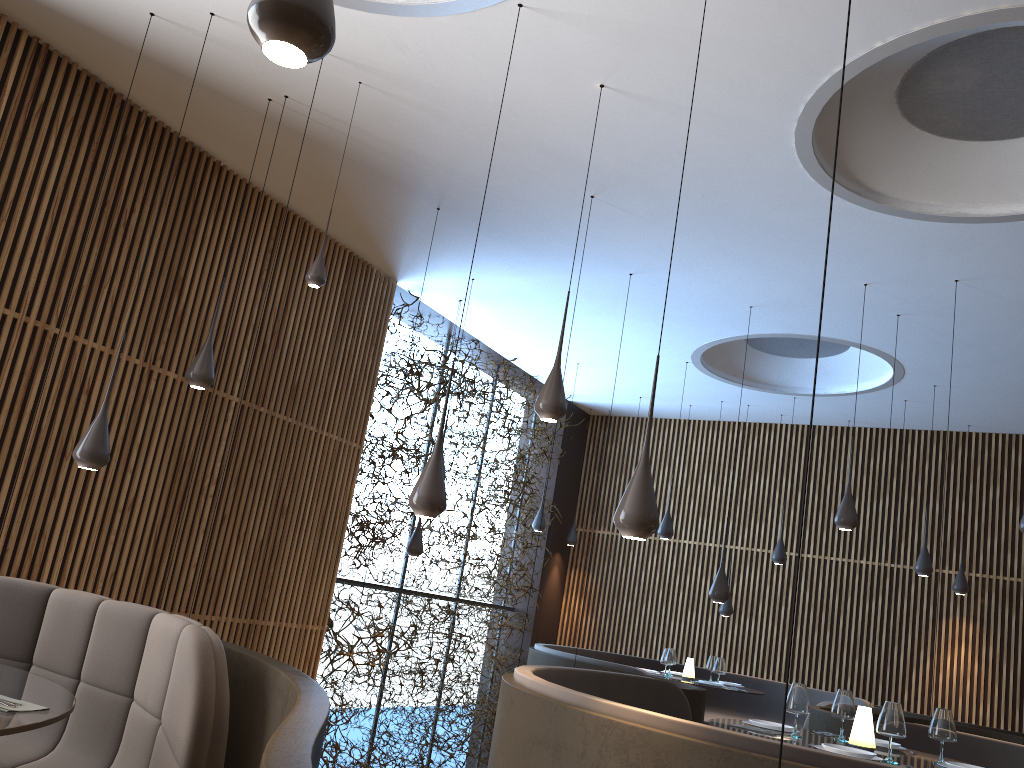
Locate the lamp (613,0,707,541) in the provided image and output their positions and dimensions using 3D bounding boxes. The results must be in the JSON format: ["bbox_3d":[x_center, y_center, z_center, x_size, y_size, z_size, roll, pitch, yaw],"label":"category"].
[{"bbox_3d":[0.756,-0.764,4.064,0.196,2.944,0.197,11,-13,-5],"label":"lamp"}]

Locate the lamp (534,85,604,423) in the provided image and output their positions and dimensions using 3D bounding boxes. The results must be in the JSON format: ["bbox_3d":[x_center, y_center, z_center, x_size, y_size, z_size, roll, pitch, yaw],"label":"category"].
[{"bbox_3d":[0.396,-0.850,5.453,0.196,2.211,0.197,4,-14,25],"label":"lamp"}]

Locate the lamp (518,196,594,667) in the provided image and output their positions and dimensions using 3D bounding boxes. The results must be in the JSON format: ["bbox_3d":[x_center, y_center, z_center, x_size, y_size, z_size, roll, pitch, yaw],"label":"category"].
[{"bbox_3d":[0.142,1.480,6.523,0.196,6.241,0.196,13,-13,-14],"label":"lamp"}]

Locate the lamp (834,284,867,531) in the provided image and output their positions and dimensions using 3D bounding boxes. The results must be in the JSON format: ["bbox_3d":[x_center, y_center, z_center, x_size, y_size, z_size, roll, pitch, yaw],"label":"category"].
[{"bbox_3d":[3.003,0.171,7.741,0.196,2.211,0.196,15,-14,-24],"label":"lamp"}]

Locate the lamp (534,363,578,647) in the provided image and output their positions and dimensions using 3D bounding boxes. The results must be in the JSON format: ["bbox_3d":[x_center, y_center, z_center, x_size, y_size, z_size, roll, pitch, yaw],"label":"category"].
[{"bbox_3d":[0.382,2.728,11.287,0.196,6.241,0.196,18,-15,-34],"label":"lamp"}]

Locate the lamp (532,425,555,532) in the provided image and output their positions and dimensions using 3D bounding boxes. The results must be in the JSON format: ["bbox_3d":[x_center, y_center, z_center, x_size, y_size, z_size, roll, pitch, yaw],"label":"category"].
[{"bbox_3d":[0.546,1.006,12.691,0.196,2.211,0.196,18,-15,-34],"label":"lamp"}]

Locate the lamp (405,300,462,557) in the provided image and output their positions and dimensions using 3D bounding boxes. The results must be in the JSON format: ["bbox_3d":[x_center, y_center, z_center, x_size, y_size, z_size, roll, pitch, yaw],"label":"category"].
[{"bbox_3d":[-0.827,0.449,9.905,0.196,2.944,0.196,15,-14,-24],"label":"lamp"}]

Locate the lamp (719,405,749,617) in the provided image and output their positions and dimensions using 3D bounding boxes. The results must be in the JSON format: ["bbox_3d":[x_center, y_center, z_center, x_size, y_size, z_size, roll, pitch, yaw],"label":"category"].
[{"bbox_3d":[3.117,1.715,12.269,0.196,2.944,0.197,6,-13,15],"label":"lamp"}]

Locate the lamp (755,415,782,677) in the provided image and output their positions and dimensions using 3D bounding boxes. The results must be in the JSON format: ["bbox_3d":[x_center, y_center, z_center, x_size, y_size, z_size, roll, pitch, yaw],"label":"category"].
[{"bbox_3d":[3.386,3.449,12.126,0.196,6.241,0.197,-3,-18,44],"label":"lamp"}]

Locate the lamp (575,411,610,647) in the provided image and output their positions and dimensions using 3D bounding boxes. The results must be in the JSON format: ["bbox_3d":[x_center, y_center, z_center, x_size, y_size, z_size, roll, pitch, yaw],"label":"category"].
[{"bbox_3d":[1.060,3.435,13.620,0.196,6.241,0.196,18,-15,-34],"label":"lamp"}]

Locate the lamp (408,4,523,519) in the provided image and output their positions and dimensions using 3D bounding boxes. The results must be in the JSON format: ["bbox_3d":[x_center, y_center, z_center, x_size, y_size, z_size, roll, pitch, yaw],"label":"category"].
[{"bbox_3d":[-0.194,-0.751,4.750,0.196,2.944,0.196,13,-13,-14],"label":"lamp"}]

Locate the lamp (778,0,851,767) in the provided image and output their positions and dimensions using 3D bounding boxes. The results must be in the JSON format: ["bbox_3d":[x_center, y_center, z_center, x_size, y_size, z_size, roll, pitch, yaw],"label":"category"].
[{"bbox_3d":[0.691,0.463,2.147,0.196,6.241,0.197,1,-15,34],"label":"lamp"}]

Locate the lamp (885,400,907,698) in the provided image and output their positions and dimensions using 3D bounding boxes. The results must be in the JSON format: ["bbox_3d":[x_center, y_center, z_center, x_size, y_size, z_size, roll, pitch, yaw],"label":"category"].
[{"bbox_3d":[4.446,3.211,10.479,0.196,6.241,0.197,-3,-18,44],"label":"lamp"}]

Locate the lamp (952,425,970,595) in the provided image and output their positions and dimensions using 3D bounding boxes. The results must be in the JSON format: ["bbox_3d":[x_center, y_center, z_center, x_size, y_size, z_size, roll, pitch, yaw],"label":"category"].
[{"bbox_3d":[5.889,1.617,11.533,0.196,2.211,0.197,6,-13,15],"label":"lamp"}]

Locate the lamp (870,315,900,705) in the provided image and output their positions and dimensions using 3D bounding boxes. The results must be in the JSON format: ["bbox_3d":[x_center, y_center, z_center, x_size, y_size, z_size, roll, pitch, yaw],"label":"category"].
[{"bbox_3d":[3.212,2.338,7.860,0.196,6.241,0.196,15,-14,-24],"label":"lamp"}]

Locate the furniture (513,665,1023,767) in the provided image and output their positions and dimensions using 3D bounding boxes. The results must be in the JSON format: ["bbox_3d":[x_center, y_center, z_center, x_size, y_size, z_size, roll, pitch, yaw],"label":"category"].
[{"bbox_3d":[1.834,2.448,4.806,3.879,1.112,3.813,8,-14,5],"label":"furniture"}]

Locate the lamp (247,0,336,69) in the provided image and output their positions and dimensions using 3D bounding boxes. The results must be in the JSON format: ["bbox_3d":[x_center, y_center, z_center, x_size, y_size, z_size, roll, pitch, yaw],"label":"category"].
[{"bbox_3d":[-0.323,-1.794,2.210,0.196,2.211,0.196,15,-14,-24],"label":"lamp"}]

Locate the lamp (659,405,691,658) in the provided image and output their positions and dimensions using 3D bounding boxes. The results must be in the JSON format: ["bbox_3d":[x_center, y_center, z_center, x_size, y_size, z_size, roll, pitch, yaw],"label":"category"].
[{"bbox_3d":[2.135,3.323,12.461,0.196,6.241,0.197,6,-13,15],"label":"lamp"}]

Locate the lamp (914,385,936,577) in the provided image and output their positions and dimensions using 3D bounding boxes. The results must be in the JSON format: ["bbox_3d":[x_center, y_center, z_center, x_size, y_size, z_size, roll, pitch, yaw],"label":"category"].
[{"bbox_3d":[4.788,1.085,10.173,0.196,2.211,0.197,6,-13,15],"label":"lamp"}]

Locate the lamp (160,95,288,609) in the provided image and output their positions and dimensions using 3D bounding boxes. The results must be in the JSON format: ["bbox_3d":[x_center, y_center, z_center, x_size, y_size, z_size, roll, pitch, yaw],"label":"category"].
[{"bbox_3d":[-2.159,0.904,5.786,0.196,6.241,0.197,0,-16,37],"label":"lamp"}]

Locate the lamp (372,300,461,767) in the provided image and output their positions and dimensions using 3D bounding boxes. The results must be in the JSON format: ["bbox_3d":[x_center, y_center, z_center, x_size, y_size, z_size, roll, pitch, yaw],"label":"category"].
[{"bbox_3d":[-1.115,2.040,9.569,0.196,6.241,0.196,18,-15,-34],"label":"lamp"}]

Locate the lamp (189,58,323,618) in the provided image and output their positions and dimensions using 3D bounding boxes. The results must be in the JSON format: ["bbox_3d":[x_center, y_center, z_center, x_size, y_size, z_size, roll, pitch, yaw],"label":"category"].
[{"bbox_3d":[-1.750,0.815,5.162,0.196,6.241,0.196,17,-15,-31],"label":"lamp"}]

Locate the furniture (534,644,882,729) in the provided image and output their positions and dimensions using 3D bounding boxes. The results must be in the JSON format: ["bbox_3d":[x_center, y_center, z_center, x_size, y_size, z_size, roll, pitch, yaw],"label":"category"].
[{"bbox_3d":[2.081,3.696,9.661,3.881,1.041,3.815,8,-14,7],"label":"furniture"}]

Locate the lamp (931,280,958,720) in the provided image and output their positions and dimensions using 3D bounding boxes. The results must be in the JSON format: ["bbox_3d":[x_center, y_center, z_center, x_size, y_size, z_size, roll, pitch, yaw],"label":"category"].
[{"bbox_3d":[3.303,2.116,6.922,0.196,6.241,0.196,15,-14,-24],"label":"lamp"}]

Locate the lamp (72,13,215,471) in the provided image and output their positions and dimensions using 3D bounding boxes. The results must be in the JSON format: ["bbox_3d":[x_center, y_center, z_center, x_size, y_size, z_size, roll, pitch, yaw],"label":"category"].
[{"bbox_3d":[-2.148,-0.938,5.317,0.196,2.944,0.197,6,-13,15],"label":"lamp"}]

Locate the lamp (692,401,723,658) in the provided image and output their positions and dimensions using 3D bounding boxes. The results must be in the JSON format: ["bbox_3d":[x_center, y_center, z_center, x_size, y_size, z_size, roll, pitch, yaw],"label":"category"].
[{"bbox_3d":[2.483,3.253,11.954,0.196,6.241,0.197,-3,-18,44],"label":"lamp"}]

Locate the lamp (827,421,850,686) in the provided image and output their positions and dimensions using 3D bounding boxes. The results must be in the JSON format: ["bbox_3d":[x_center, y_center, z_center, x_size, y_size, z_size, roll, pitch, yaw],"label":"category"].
[{"bbox_3d":[4.251,3.522,11.835,0.196,6.241,0.196,18,-15,-34],"label":"lamp"}]

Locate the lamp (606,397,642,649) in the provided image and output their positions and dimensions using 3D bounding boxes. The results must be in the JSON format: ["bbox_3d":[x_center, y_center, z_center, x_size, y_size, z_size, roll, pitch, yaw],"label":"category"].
[{"bbox_3d":[1.398,3.199,12.466,0.196,6.241,0.196,18,-15,-34],"label":"lamp"}]

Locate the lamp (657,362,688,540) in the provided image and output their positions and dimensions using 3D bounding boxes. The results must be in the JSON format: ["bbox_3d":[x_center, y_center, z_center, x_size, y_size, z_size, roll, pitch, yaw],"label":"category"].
[{"bbox_3d":[2.013,0.793,10.870,0.196,2.211,0.197,6,-13,15],"label":"lamp"}]

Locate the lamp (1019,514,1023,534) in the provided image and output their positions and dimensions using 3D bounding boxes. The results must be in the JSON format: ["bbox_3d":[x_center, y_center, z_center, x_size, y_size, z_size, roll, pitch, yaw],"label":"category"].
[{"bbox_3d":[3.947,0.046,6.634,0.196,2.211,0.196,15,-14,-24],"label":"lamp"}]

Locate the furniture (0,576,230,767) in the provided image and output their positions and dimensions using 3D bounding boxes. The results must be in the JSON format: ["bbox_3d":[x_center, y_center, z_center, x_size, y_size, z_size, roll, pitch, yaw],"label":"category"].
[{"bbox_3d":[-1.942,1.148,2.849,2.529,1.054,0.937,3,-15,25],"label":"furniture"}]

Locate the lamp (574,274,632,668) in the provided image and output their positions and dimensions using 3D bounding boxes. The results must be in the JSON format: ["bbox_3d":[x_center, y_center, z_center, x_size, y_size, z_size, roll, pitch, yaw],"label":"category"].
[{"bbox_3d":[0.648,1.932,7.967,0.196,6.241,0.196,13,-13,-14],"label":"lamp"}]

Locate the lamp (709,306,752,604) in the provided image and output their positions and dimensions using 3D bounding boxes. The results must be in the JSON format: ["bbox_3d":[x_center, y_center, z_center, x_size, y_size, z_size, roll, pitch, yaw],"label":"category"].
[{"bbox_3d":[2.176,0.636,8.640,0.196,2.944,0.197,4,-14,25],"label":"lamp"}]

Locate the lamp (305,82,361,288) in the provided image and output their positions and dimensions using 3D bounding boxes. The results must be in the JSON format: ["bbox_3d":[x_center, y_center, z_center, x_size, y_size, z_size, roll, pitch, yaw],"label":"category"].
[{"bbox_3d":[-1.173,-1.362,5.965,0.133,1.500,0.134,4,-14,25],"label":"lamp"}]

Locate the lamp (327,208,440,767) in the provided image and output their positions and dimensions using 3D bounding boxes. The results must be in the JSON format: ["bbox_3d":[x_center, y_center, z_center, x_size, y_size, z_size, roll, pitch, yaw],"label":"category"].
[{"bbox_3d":[-1.168,1.438,7.232,0.196,6.241,0.197,9,-13,5],"label":"lamp"}]

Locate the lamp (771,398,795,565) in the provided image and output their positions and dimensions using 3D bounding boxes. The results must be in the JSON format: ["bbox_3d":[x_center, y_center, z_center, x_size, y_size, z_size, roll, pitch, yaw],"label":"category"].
[{"bbox_3d":[3.599,1.248,11.609,0.196,2.211,0.197,6,-13,15],"label":"lamp"}]

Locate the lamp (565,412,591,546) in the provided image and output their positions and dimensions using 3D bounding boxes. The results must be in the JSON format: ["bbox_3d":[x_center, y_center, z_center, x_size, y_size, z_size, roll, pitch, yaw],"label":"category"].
[{"bbox_3d":[1.103,1.470,14.147,0.196,2.211,0.196,18,-15,-34],"label":"lamp"}]

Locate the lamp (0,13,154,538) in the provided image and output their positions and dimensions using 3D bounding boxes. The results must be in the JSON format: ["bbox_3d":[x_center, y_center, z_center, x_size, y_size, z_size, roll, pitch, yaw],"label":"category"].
[{"bbox_3d":[-2.844,0.604,5.062,0.196,6.241,0.197,0,-16,37],"label":"lamp"}]

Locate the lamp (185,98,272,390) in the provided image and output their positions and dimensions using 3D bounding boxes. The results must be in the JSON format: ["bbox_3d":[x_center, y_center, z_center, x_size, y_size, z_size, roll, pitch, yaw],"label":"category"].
[{"bbox_3d":[-1.970,-1.038,6.307,0.196,2.211,0.196,18,-15,-34],"label":"lamp"}]

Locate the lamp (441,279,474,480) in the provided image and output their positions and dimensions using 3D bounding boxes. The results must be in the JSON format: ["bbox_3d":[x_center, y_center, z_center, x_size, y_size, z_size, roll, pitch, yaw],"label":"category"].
[{"bbox_3d":[-0.600,-0.058,9.259,0.196,2.211,0.196,15,-14,-24],"label":"lamp"}]
